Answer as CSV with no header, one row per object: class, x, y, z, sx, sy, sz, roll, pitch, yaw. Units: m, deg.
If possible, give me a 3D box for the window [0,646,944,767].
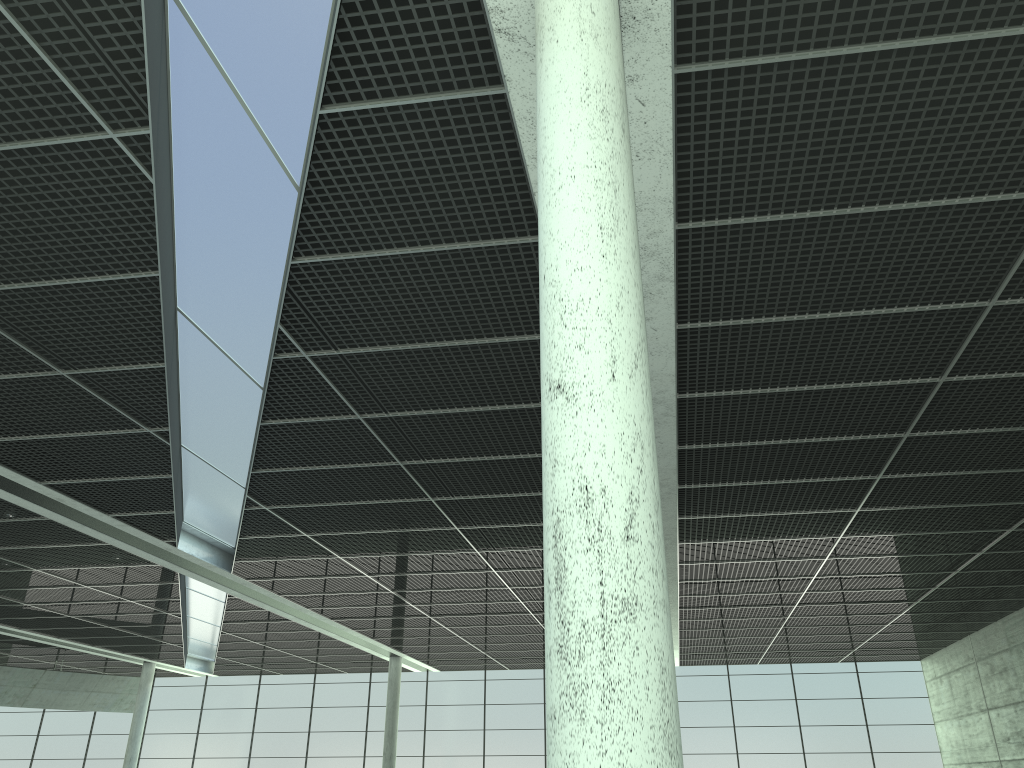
window,-17.358,17.618,47.285,99.990,16.080,100.365,-4,-27,8
